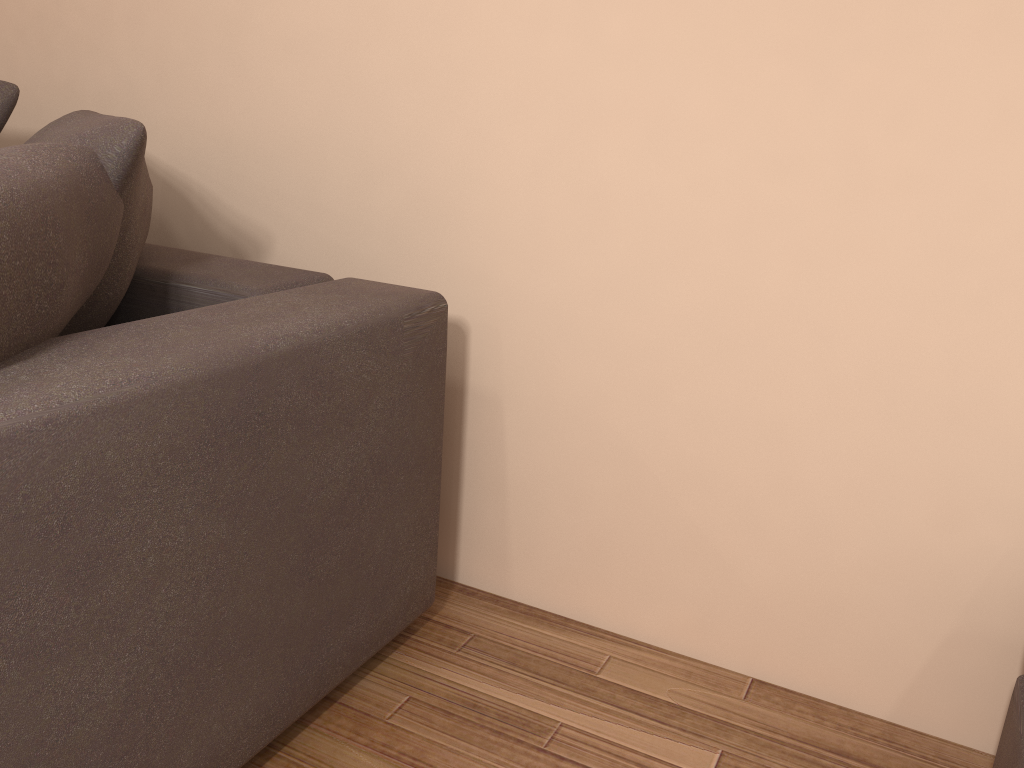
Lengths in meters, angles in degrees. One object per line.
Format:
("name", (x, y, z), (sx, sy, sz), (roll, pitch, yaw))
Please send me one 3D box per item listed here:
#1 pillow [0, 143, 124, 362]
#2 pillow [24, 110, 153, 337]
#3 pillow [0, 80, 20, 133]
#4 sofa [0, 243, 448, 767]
("pillow", (-0.881, -0.077, 1.154), (0.560, 0.470, 0.749), (3, 17, -3))
("pillow", (-0.910, -0.210, 1.738), (0.399, 0.635, 0.811), (-3, 18, -21))
("pillow", (-1.519, -0.427, 2.039), (0.783, 0.590, 0.459), (13, 19, 29))
("sofa", (-2.149, 0.073, 1.781), (3.565, 0.776, 1.906), (12, 18, 25))
